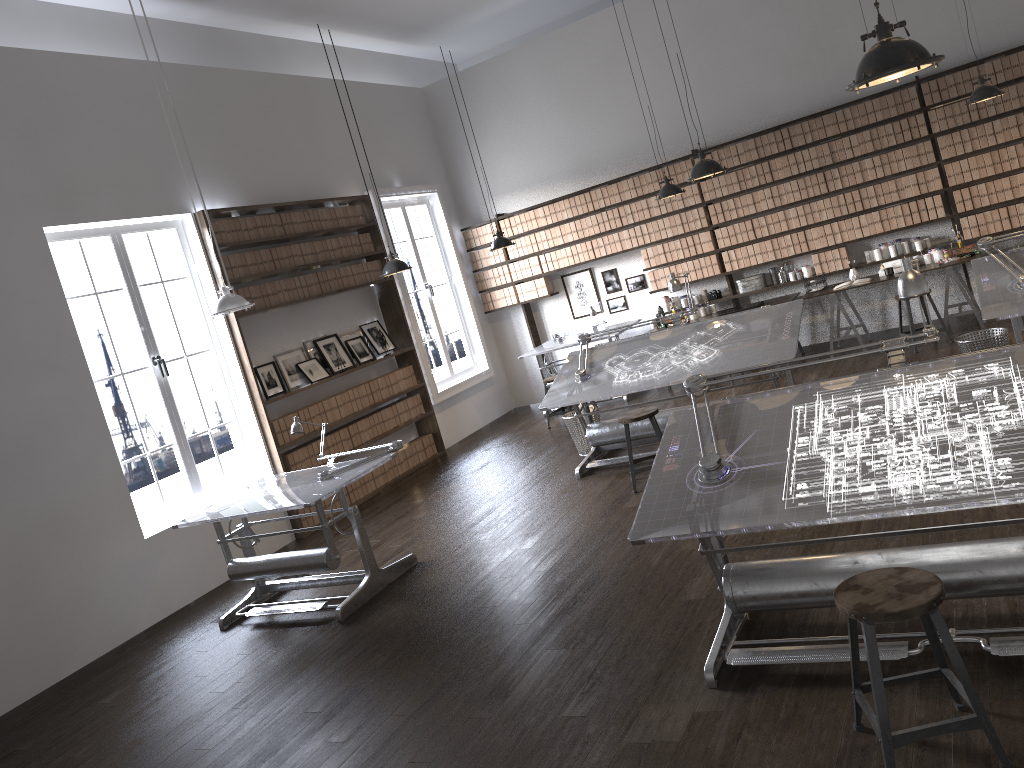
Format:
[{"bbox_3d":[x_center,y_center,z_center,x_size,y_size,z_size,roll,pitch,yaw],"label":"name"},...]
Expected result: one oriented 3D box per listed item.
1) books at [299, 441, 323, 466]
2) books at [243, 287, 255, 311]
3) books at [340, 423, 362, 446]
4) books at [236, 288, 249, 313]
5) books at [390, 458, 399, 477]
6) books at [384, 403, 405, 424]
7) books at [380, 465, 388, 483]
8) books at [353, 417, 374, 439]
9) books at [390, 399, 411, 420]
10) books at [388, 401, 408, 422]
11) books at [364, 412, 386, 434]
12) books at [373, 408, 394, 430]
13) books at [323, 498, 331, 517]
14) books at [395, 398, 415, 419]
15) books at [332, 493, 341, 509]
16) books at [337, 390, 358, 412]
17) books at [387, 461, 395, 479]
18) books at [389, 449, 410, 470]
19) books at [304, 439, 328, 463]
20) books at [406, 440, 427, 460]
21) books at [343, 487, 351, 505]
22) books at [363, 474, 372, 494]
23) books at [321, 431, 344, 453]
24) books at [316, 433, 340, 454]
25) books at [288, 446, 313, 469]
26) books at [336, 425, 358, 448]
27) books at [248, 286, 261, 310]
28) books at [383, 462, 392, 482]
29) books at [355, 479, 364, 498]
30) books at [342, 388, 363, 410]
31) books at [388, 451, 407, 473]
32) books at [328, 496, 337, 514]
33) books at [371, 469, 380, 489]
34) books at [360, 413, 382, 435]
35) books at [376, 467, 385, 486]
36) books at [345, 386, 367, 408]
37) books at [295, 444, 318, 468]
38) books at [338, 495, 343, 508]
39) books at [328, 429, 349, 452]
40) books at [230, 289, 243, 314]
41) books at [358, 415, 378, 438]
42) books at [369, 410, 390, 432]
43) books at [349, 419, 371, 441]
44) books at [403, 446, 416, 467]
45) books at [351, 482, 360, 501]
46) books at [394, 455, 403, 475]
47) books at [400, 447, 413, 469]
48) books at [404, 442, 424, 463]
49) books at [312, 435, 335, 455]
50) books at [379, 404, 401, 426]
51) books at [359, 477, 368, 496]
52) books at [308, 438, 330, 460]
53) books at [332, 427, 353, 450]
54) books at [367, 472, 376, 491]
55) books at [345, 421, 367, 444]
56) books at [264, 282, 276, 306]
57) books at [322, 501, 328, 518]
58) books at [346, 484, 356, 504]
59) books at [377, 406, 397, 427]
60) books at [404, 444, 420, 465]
[{"bbox_3d":[-1.899,0.669,8.359,0.173,0.225,0.067,-13,5,29],"label":"books"},{"bbox_3d":[-2.446,-0.749,8.031,0.173,0.225,0.067,-13,5,29],"label":"books"},{"bbox_3d":[-1.624,0.518,8.913,0.173,0.225,0.067,-13,5,29],"label":"books"},{"bbox_3d":[-2.475,-0.732,7.962,0.173,0.225,0.067,-13,5,29],"label":"books"},{"bbox_3d":[-1.304,0.877,9.310,0.173,0.225,0.067,-13,5,29],"label":"books"},{"bbox_3d":[-1.278,0.331,9.585,0.173,0.225,0.067,-13,5,29],"label":"books"},{"bbox_3d":[-1.396,0.927,9.130,0.173,0.225,0.067,-13,5,29],"label":"books"},{"bbox_3d":[-1.532,0.468,9.096,0.173,0.225,0.067,-13,5,29],"label":"books"},{"bbox_3d":[-1.220,0.299,9.705,0.173,0.225,0.067,-13,5,29],"label":"books"},{"bbox_3d":[-1.247,0.314,9.649,0.173,0.225,0.067,-13,5,29],"label":"books"},{"bbox_3d":[-1.433,0.416,9.274,0.173,0.225,0.067,-13,5,29],"label":"books"},{"bbox_3d":[-1.372,0.382,9.402,0.173,0.225,0.067,-13,5,29],"label":"books"},{"bbox_3d":[-1.797,1.146,8.329,0.173,0.225,0.067,-13,5,29],"label":"books"},{"bbox_3d":[-1.187,0.282,9.761,0.173,0.225,0.067,-13,5,29],"label":"books"},{"bbox_3d":[-1.740,1.114,8.453,0.173,0.225,0.067,-13,5,29],"label":"books"},{"bbox_3d":[-1.672,0.189,8.964,0.173,0.225,0.067,-13,5,29],"label":"books"},{"bbox_3d":[-1.337,0.894,9.250,0.173,0.225,0.067,-13,5,29],"label":"books"},{"bbox_3d":[-1.213,0.828,9.490,0.173,0.225,0.067,-13,5,29],"label":"books"},{"bbox_3d":[-1.869,0.652,8.423,0.173,0.225,0.067,-13,5,29],"label":"books"},{"bbox_3d":[-1.060,0.744,9.795,0.173,0.225,0.067,-13,5,29],"label":"books"},{"bbox_3d":[-1.678,1.080,8.577,0.173,0.225,0.067,-13,5,29],"label":"books"},{"bbox_3d":[-1.517,0.994,8.881,0.173,0.225,0.067,-13,5,29],"label":"books"},{"bbox_3d":[-1.752,0.588,8.659,0.173,0.225,0.067,-13,5,29],"label":"books"},{"bbox_3d":[-1.784,0.605,8.596,0.173,0.225,0.067,-13,5,29],"label":"books"},{"bbox_3d":[-1.966,0.704,8.239,0.173,0.225,0.067,-13,5,29],"label":"books"},{"bbox_3d":[-1.652,0.535,8.846,0.173,0.225,0.067,-13,5,29],"label":"books"},{"bbox_3d":[-2.410,-0.767,8.091,0.173,0.225,0.067,-13,5,29],"label":"books"},{"bbox_3d":[-1.362,0.910,9.186,0.173,0.225,0.067,-13,5,29],"label":"books"},{"bbox_3d":[-1.580,1.027,8.764,0.173,0.225,0.067,-13,5,29],"label":"books"},{"bbox_3d":[-1.637,0.171,9.026,0.173,0.225,0.067,-13,5,29],"label":"books"},{"bbox_3d":[-1.239,0.843,9.434,0.173,0.225,0.067,-13,5,29],"label":"books"},{"bbox_3d":[-1.772,1.131,8.391,0.173,0.225,0.067,-13,5,29],"label":"books"},{"bbox_3d":[-1.453,0.959,9.010,0.173,0.225,0.067,-13,5,29],"label":"books"},{"bbox_3d":[-1.465,0.432,9.221,0.173,0.225,0.067,-13,5,29],"label":"books"},{"bbox_3d":[-1.422,0.942,9.074,0.173,0.225,0.067,-13,5,29],"label":"books"},{"bbox_3d":[-1.605,0.153,9.089,0.173,0.225,0.067,-13,5,29],"label":"books"},{"bbox_3d":[-1.934,0.687,8.299,0.173,0.225,0.067,-13,5,29],"label":"books"},{"bbox_3d":[-1.705,1.096,8.513,0.173,0.225,0.067,-13,5,29],"label":"books"},{"bbox_3d":[-1.717,0.570,8.719,0.173,0.225,0.067,-13,5,29],"label":"books"},{"bbox_3d":[-2.512,-0.713,7.900,0.173,0.225,0.067,-13,5,29],"label":"books"},{"bbox_3d":[-1.499,0.451,9.156,0.173,0.225,0.067,-13,5,29],"label":"books"},{"bbox_3d":[-1.401,0.399,9.337,0.173,0.225,0.067,-13,5,29],"label":"books"},{"bbox_3d":[-1.560,0.484,9.033,0.173,0.225,0.067,-13,5,29],"label":"books"},{"bbox_3d":[-1.154,0.796,9.608,0.173,0.225,0.067,-13,5,29],"label":"books"},{"bbox_3d":[-1.611,1.044,8.708,0.173,0.225,0.067,-13,5,29],"label":"books"},{"bbox_3d":[-1.270,0.860,9.370,0.173,0.225,0.067,-13,5,29],"label":"books"},{"bbox_3d":[-1.179,0.811,9.546,0.173,0.225,0.067,-13,5,29],"label":"books"},{"bbox_3d":[-1.088,0.761,9.730,0.173,0.225,0.067,-13,5,29],"label":"books"},{"bbox_3d":[-1.809,0.620,8.535,0.173,0.225,0.067,-13,5,29],"label":"books"},{"bbox_3d":[-1.312,0.349,9.525,0.173,0.225,0.067,-13,5,29],"label":"books"},{"bbox_3d":[-1.549,1.011,8.817,0.173,0.225,0.067,-13,5,29],"label":"books"},{"bbox_3d":[-1.842,0.637,8.479,0.173,0.225,0.067,-13,5,29],"label":"books"},{"bbox_3d":[-1.690,0.554,8.783,0.173,0.225,0.067,-13,5,29],"label":"books"},{"bbox_3d":[-1.487,0.977,8.946,0.173,0.225,0.067,-13,5,29],"label":"books"},{"bbox_3d":[-1.589,0.501,8.968,0.173,0.225,0.067,-13,5,29],"label":"books"},{"bbox_3d":[-2.316,-0.818,8.273,0.173,0.225,0.067,-13,5,29],"label":"books"},{"bbox_3d":[-1.830,1.163,8.273,0.173,0.225,0.067,-13,5,29],"label":"books"},{"bbox_3d":[-1.640,1.060,8.640,0.173,0.225,0.067,-13,5,29],"label":"books"},{"bbox_3d":[-1.345,0.366,9.465,0.173,0.225,0.067,-13,5,29],"label":"books"},{"bbox_3d":[-1.123,0.778,9.670,0.173,0.225,0.067,-13,5,29],"label":"books"}]
